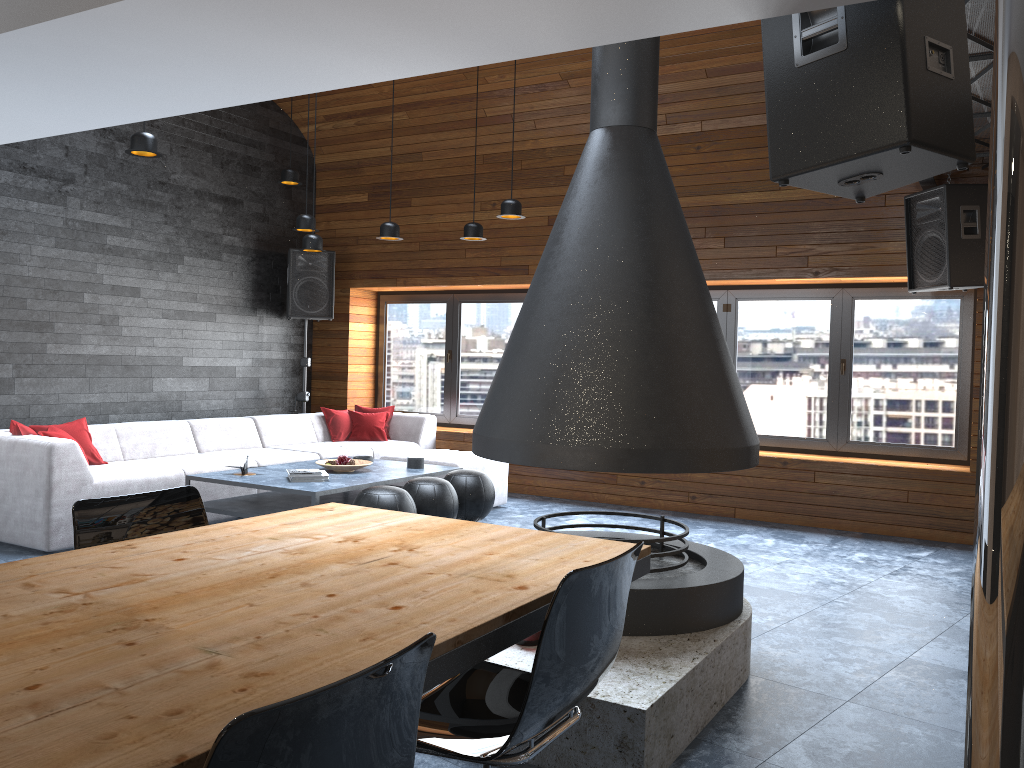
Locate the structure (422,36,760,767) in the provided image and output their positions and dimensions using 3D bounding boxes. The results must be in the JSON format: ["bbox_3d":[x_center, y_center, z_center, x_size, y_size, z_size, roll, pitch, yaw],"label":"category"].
[{"bbox_3d":[0.364,-1.693,3.507,1.197,5.700,1.689,2,2,30],"label":"structure"}]

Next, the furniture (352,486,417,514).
[{"bbox_3d":[-0.775,0.846,5.350,0.401,0.462,0.402,3,2,45],"label":"furniture"}]

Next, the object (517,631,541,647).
[{"bbox_3d":[0.057,0.853,3.125,0.114,0.117,0.114,2,1,15],"label":"object"}]

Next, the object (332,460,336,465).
[{"bbox_3d":[-1.275,0.566,6.324,0.042,0.042,0.044,2,2,29],"label":"object"}]

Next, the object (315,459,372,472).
[{"bbox_3d":[-1.186,0.582,6.261,0.395,0.061,0.395,2,2,22],"label":"object"}]

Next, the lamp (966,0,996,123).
[{"bbox_3d":[2.807,-2.062,5.500,0.475,1.002,0.475,1,2,-36],"label":"lamp"}]

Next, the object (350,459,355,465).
[{"bbox_3d":[-1.153,0.567,6.343,0.062,0.062,0.060,1,1,-9],"label":"object"}]

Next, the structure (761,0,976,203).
[{"bbox_3d":[1.080,-0.964,2.683,0.460,0.744,0.506,1,2,-35],"label":"structure"}]

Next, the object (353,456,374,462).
[{"bbox_3d":[-1.145,0.580,6.822,0.160,0.040,0.160,2,1,7],"label":"object"}]

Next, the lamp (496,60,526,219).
[{"bbox_3d":[0.020,-2.163,6.398,0.210,1.911,0.210,1,1,-23],"label":"lamp"}]

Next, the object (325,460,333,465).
[{"bbox_3d":[-1.291,0.566,6.247,0.061,0.062,0.064,1,2,-29],"label":"object"}]

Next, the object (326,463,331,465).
[{"bbox_3d":[-1.272,0.570,6.157,0.048,0.039,0.039,2,2,26],"label":"object"}]

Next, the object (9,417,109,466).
[{"bbox_3d":[-2.966,0.414,5.857,0.528,0.354,0.742,2,2,30],"label":"object"}]

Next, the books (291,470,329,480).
[{"bbox_3d":[-1.329,0.594,5.794,0.239,0.021,0.299,1,2,-19],"label":"books"}]

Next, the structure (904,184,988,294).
[{"bbox_3d":[3.055,-0.996,6.135,0.488,0.735,0.461,1,1,-10],"label":"structure"}]

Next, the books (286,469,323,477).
[{"bbox_3d":[-1.348,0.575,5.755,0.210,0.017,0.265,1,2,-19],"label":"books"}]

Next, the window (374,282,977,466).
[{"bbox_3d":[1.041,-0.189,8.263,5.936,1.522,0.101,3,2,30],"label":"window"}]

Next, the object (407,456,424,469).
[{"bbox_3d":[-0.711,0.579,6.537,0.126,0.081,0.126,2,1,2],"label":"object"}]

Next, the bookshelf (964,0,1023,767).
[{"bbox_3d":[1.015,-1.875,1.242,0.421,6.219,10.738,2,2,30],"label":"bookshelf"}]

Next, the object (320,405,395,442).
[{"bbox_3d":[-1.436,0.390,8.531,0.528,0.354,0.742,2,2,30],"label":"object"}]

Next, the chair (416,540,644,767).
[{"bbox_3d":[0.000,0.774,2.059,0.599,0.825,0.527,2,2,30],"label":"chair"}]

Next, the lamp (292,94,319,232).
[{"bbox_3d":[-1.614,-2.241,7.046,0.210,2.036,0.210,1,1,-23],"label":"lamp"}]

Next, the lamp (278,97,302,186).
[{"bbox_3d":[-1.912,-2.431,7.699,0.210,1.369,0.210,1,1,-23],"label":"lamp"}]

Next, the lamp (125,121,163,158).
[{"bbox_3d":[-2.170,-2.988,5.301,0.210,3.208,0.210,1,2,-38],"label":"lamp"}]

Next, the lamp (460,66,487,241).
[{"bbox_3d":[-0.275,-2.140,6.943,0.210,2.002,0.210,1,1,-23],"label":"lamp"}]

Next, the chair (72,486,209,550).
[{"bbox_3d":[-0.902,0.737,2.479,0.599,0.825,0.527,2,2,30],"label":"chair"}]

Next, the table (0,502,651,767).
[{"bbox_3d":[-1.614,0.722,0.227,1.185,0.927,5.999,2,2,30],"label":"table"}]

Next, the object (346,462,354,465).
[{"bbox_3d":[-1.126,0.573,6.174,0.061,0.061,0.063,2,2,29],"label":"object"}]

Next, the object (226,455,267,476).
[{"bbox_3d":[-1.782,0.546,5.911,0.250,0.117,0.240,3,2,38],"label":"object"}]

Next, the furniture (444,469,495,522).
[{"bbox_3d":[-0.321,0.836,6.282,0.401,0.462,0.402,1,2,-20],"label":"furniture"}]

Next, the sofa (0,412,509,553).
[{"bbox_3d":[-1.624,0.668,6.928,2.205,0.693,4.035,3,2,30],"label":"sofa"}]

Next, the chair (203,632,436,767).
[{"bbox_3d":[-0.430,0.781,1.308,0.599,0.825,0.527,2,2,30],"label":"chair"}]

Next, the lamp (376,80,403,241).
[{"bbox_3d":[-0.917,-2.141,6.836,0.210,2.034,0.210,1,1,-23],"label":"lamp"}]

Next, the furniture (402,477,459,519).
[{"bbox_3d":[-0.552,0.841,5.809,0.401,0.462,0.402,0,2,-40],"label":"furniture"}]

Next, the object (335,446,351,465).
[{"bbox_3d":[-1.196,0.521,6.277,0.118,0.172,0.105,1,1,-8],"label":"object"}]

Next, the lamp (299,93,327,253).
[{"bbox_3d":[-1.502,-2.160,6.798,0.210,2.273,0.210,1,1,-23],"label":"lamp"}]

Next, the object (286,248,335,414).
[{"bbox_3d":[-2.166,-0.201,8.974,0.639,2.298,0.686,1,1,-22],"label":"object"}]
